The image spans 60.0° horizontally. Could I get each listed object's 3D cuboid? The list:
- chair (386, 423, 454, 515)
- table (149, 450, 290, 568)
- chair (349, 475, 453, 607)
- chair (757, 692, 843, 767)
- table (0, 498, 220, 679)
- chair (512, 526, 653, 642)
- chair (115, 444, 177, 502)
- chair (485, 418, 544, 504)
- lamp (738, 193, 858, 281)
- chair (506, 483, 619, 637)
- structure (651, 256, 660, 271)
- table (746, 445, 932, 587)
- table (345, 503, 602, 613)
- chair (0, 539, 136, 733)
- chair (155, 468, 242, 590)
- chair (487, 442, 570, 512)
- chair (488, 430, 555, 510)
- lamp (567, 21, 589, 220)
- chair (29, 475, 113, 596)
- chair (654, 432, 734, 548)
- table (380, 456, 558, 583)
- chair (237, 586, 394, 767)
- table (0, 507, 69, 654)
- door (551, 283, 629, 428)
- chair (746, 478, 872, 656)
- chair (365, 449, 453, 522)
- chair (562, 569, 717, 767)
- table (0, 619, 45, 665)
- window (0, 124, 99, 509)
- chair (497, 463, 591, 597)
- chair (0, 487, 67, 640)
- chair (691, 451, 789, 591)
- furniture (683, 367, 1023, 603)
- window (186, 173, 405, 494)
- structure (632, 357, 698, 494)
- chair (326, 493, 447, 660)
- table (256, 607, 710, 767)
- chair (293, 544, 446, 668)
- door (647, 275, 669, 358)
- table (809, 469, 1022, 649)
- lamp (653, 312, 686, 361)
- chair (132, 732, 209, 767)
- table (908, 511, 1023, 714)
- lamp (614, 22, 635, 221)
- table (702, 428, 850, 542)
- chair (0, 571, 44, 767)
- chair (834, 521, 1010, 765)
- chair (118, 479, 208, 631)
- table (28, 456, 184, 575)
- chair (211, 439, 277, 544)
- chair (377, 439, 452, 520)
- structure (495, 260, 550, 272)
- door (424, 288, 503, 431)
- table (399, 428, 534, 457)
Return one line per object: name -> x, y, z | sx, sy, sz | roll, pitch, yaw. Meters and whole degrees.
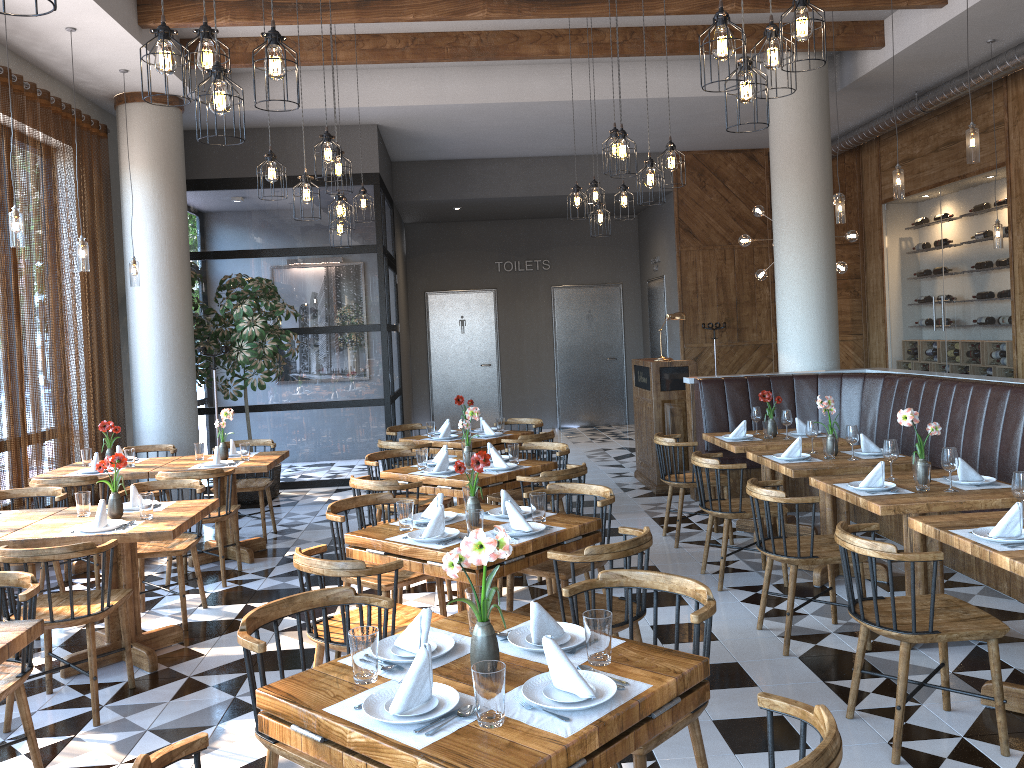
chair -> -0.872, 0.804, 8.303 | 0.549, 0.816, 0.520 | -1, 2, 42
table -> -2.228, 0.976, 6.908 | 0.850, 0.763, 0.851 | -3, 2, -3
chair -> -0.703, 0.961, 5.506 | 0.519, 0.816, 0.550 | -1, 2, 42
chair -> 0.426, 1.121, 1.907 | 0.549, 0.816, 0.520 | -1, 2, 42
table -> -2.098, 1.097, 4.757 | 0.850, 0.763, 0.851 | -3, 2, -3
chair -> 0.318, 1.020, 3.704 | 0.549, 0.816, 0.520 | -1, 2, 42
chair -> -3.117, 0.955, 7.511 | 0.519, 0.816, 0.550 | -3, 2, -3
chair -> 0.027, 0.757, 8.379 | 0.519, 0.816, 0.550 | -1, 2, 42
lamp -> 3.386, -2.101, 10.519 | 1.163, 2.190, 1.186 | -4, 2, -42
chair -> 0.263, 0.969, 4.614 | 0.519, 0.816, 0.550 | -1, 2, 42
structure -> 2.222, -1.855, 13.690 | 0.025, 0.197, 0.566 | -3, 3, -3
table -> 2.079, 0.846, 5.708 | 0.850, 0.763, 0.851 | -3, 2, -3
table -> -0.160, 1.043, 4.141 | 0.864, 0.763, 0.865 | -1, 3, 42
chair -> -2.067, 1.107, 4.107 | 0.519, 0.816, 0.550 | -3, 2, -3
chair -> -2.197, 0.986, 6.258 | 0.519, 0.816, 0.550 | -3, 2, -3
chair -> 0.151, 0.864, 6.470 | 0.519, 0.816, 0.550 | -1, 2, 42
chair -> 0.092, 0.809, 7.448 | 0.549, 0.816, 0.520 | -1, 2, 42
lamp -> 0.541, -2.503, 7.882 | 0.175, 2.069, 0.175 | -2, 1, 29
chair -> -3.038, 1.028, 6.208 | 0.519, 0.816, 0.550 | -3, 2, -3
chair -> 1.381, 0.789, 6.776 | 0.550, 0.816, 0.520 | -3, 2, -3
table -> -0.272, 0.939, 5.997 | 0.864, 0.763, 0.865 | -1, 3, 42
chair -> -0.537, 1.115, 2.763 | 0.549, 0.816, 0.520 | -1, 2, 42
table -> -2.951, 1.140, 4.706 | 0.850, 0.763, 0.851 | -3, 2, -3
door -> 1.311, -0.477, 14.884 | 1.207, 2.392, 0.114 | -3, 1, -3
chair -> 1.513, 0.913, 4.576 | 0.550, 0.816, 0.520 | -3, 2, -3
chair -> -0.758, 0.910, 6.416 | 0.549, 0.816, 0.520 | -1, 2, 42
chair -> 0.372, 1.070, 2.817 | 0.519, 0.816, 0.550 | -1, 2, 42
table -> -1.965, 1.221, 2.559 | 0.850, 0.763, 0.851 | -3, 2, -3
window -> -2.555, -0.202, 0.500 | 4.497, 3.162, 15.135 | -4, 4, -27
chair -> 0.206, 0.915, 5.560 | 0.549, 0.816, 0.520 | -1, 2, 42
chair -> -2.987, 1.076, 5.359 | 0.519, 0.816, 0.550 | -3, 2, -3
chair -> 1.447, 0.851, 5.676 | 0.550, 0.816, 0.520 | -3, 2, -3
furniture -> 2.813, 0.647, 5.220 | 1.917, 1.149, 6.596 | -3, 3, -3
window -> -2.795, -0.617, 11.066 | 2.728, 3.546, 2.188 | -3, 2, -3
structure -> 1.667, 0.389, 9.231 | 0.645, 1.299, 1.046 | -3, 2, -3
chair -> -0.646, 1.014, 4.560 | 0.549, 0.816, 0.520 | -1, 2, 42
table -> -0.051, 1.144, 2.344 | 0.864, 0.763, 0.865 | -1, 3, 42
chair -> -0.591, 1.065, 3.650 | 0.519, 0.816, 0.550 | -1, 2, 42
door -> 2.268, -0.455, 13.756 | 0.114, 2.392, 1.208 | -3, 1, -3
table -> 2.145, 0.907, 4.620 | 0.850, 0.763, 0.851 | -3, 2, -3
lamp -> 1.589, -0.345, 8.942 | 0.445, 0.756, 0.170 | -4, 1, -28
chair -> -0.483, 1.166, 1.853 | 0.519, 0.816, 0.550 | -1, 2, 42
table -> 2.212, 0.969, 3.519 | 0.850, 0.763, 0.851 | -3, 2, -3
lamp -> 0.935, -2.467, 7.694 | 0.175, 2.069, 0.175 | -3, 1, 7
table -> 2.013, 0.784, 6.809 | 0.850, 0.763, 0.851 | -3, 2, -3
chair -> -2.013, 1.158, 3.212 | 0.519, 0.816, 0.550 | -3, 2, -3
chair -> 1.580, 0.974, 3.476 | 0.550, 0.816, 0.520 | -3, 2, -3
chair -> -2.145, 1.034, 5.410 | 0.519, 0.816, 0.550 | -3, 2, -3
table -> -3.081, 1.019, 6.857 | 0.850, 0.763, 0.851 | -3, 2, -3
chair -> -2.275, 0.913, 7.561 | 0.519, 0.816, 0.550 | -3, 2, -3
chair -> -0.817, 0.855, 7.394 | 0.519, 0.816, 0.550 | -1, 2, 42
structure -> 0.177, -1.974, 14.805 | 0.916, 0.166, 0.035 | -3, 1, -3
door -> -0.797, -0.371, 14.758 | 1.207, 2.392, 0.114 | -3, 1, -3
table -> -0.385, 0.833, 7.873 | 0.864, 0.763, 0.865 | -1, 3, 42
